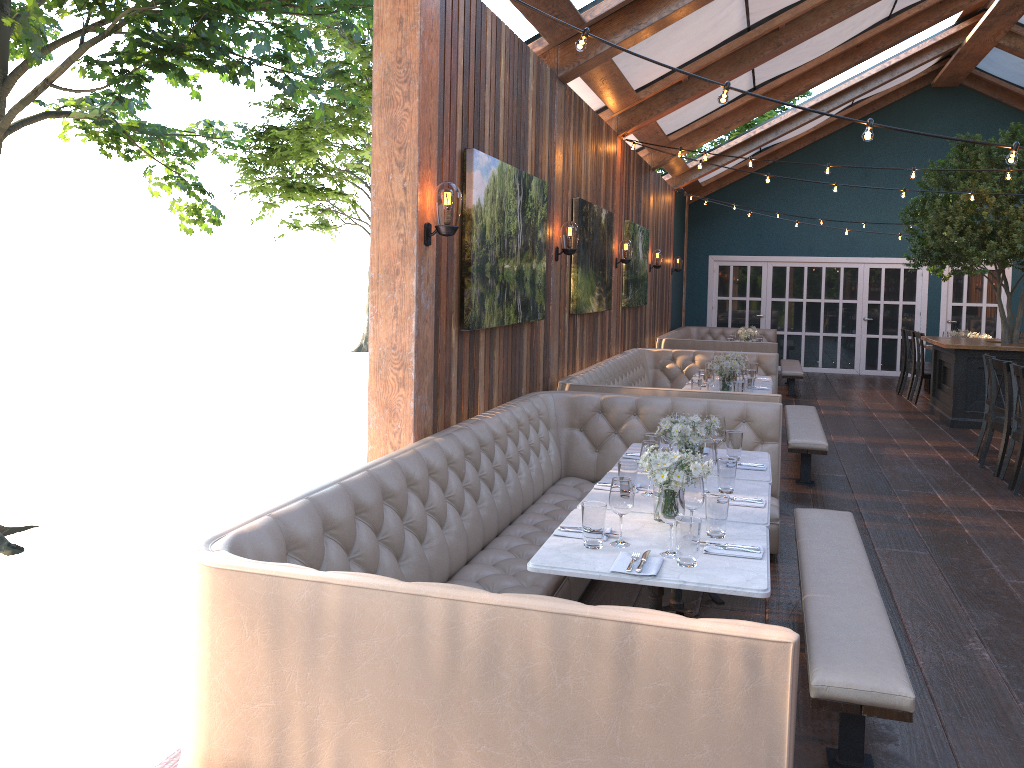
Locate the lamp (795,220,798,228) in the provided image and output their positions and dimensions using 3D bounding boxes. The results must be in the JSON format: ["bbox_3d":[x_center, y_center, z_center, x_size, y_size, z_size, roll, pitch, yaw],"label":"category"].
[{"bbox_3d":[4.469,-2.516,13.900,0.056,0.119,0.059,3,4,20],"label":"lamp"}]

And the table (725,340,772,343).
[{"bbox_3d":[3.988,-0.366,14.984,0.799,0.670,0.802,3,5,16],"label":"table"}]

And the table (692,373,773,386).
[{"bbox_3d":[2.271,0.273,9.175,0.799,0.670,0.802,3,5,15],"label":"table"}]

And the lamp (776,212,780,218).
[{"bbox_3d":[4.508,-2.863,14.985,0.056,0.120,0.056,3,4,31],"label":"lamp"}]

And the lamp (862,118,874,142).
[{"bbox_3d":[1.805,-1.289,4.486,0.056,0.120,0.056,2,4,13],"label":"lamp"}]

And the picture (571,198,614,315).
[{"bbox_3d":[0.775,-1.171,8.308,0.065,0.994,1.657,2,6,16],"label":"picture"}]

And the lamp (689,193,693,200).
[{"bbox_3d":[3.009,-3.146,14.873,0.056,0.120,0.056,0,4,-14],"label":"lamp"}]

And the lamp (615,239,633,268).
[{"bbox_3d":[1.224,-1.419,9.638,0.178,0.319,0.147,2,4,16],"label":"lamp"}]

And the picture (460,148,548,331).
[{"bbox_3d":[-0.009,-0.876,5.632,0.065,0.994,1.657,2,6,16],"label":"picture"}]

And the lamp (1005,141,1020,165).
[{"bbox_3d":[2.557,-1.179,4.525,0.056,0.119,0.056,0,4,-24],"label":"lamp"}]

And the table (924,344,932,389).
[{"bbox_3d":[6.849,-0.137,13.313,0.951,0.726,2.441,3,7,16],"label":"table"}]

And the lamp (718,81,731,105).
[{"bbox_3d":[1.064,-1.464,4.448,0.059,0.119,0.056,-2,5,-42],"label":"lamp"}]

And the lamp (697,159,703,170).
[{"bbox_3d":[2.050,-2.390,9.631,0.065,0.118,0.056,0,4,-25],"label":"lamp"}]

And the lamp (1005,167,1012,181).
[{"bbox_3d":[4.307,-1.823,7.674,0.056,0.121,0.056,-1,4,-33],"label":"lamp"}]

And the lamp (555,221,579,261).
[{"bbox_3d":[0.439,-1.127,6.985,0.178,0.319,0.147,2,4,16],"label":"lamp"}]

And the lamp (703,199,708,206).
[{"bbox_3d":[3.195,-3.004,14.614,0.056,0.113,0.077,-1,4,-28],"label":"lamp"}]

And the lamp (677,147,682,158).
[{"bbox_3d":[1.752,-2.424,9.260,0.056,0.120,0.056,0,4,-18],"label":"lamp"}]

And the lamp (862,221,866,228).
[{"bbox_3d":[6.005,-2.715,15.084,0.056,0.120,0.056,4,5,40],"label":"lamp"}]

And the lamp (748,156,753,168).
[{"bbox_3d":[2.393,-2.227,8.873,0.056,0.121,0.056,4,5,41],"label":"lamp"}]

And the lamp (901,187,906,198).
[{"bbox_3d":[4.313,-2.105,9.750,0.056,0.120,0.056,2,4,4],"label":"lamp"}]

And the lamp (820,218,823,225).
[{"bbox_3d":[5.263,-2.764,15.036,0.056,0.120,0.056,2,4,18],"label":"lamp"}]

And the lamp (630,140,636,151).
[{"bbox_3d":[1.313,-2.587,9.601,0.061,0.118,0.056,-2,5,-38],"label":"lamp"}]

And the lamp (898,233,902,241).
[{"bbox_3d":[5.757,-2.186,13.135,0.060,0.119,0.056,-1,4,-37],"label":"lamp"}]

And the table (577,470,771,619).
[{"bbox_3d":[0.759,0.835,4.063,0.799,0.670,0.802,3,5,17],"label":"table"}]

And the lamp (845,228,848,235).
[{"bbox_3d":[5.107,-2.324,13.489,0.074,0.114,0.056,-1,4,-30],"label":"lamp"}]

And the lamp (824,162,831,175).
[{"bbox_3d":[3.025,-2.063,8.479,0.056,0.120,0.056,3,4,29],"label":"lamp"}]

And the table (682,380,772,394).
[{"bbox_3d":[2.040,0.359,8.393,0.799,0.670,0.802,3,5,17],"label":"table"}]

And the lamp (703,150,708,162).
[{"bbox_3d":[1.995,-2.351,9.114,0.056,0.121,0.056,2,4,19],"label":"lamp"}]

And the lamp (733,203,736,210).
[{"bbox_3d":[3.757,-2.997,14.934,0.056,0.121,0.056,1,4,1],"label":"lamp"}]

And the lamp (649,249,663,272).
[{"bbox_3d":[2.002,-1.709,12.270,0.178,0.319,0.147,2,4,16],"label":"lamp"}]

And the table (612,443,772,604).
[{"bbox_3d":[0.991,0.749,4.844,0.799,0.670,0.802,3,5,15],"label":"table"}]

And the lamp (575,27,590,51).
[{"bbox_3d":[0.347,-1.710,4.388,0.069,0.117,0.056,3,4,23],"label":"lamp"}]

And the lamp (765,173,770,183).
[{"bbox_3d":[2.798,-2.251,9.669,0.062,0.118,0.057,-1,4,-32],"label":"lamp"}]

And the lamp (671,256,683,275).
[{"bbox_3d":[2.780,-1.998,14.904,0.178,0.319,0.147,2,4,16],"label":"lamp"}]

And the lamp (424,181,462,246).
[{"bbox_3d":[-0.335,-0.839,4.366,0.178,0.319,0.147,2,4,16],"label":"lamp"}]

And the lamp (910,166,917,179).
[{"bbox_3d":[3.664,-1.929,8.078,0.056,0.121,0.056,3,4,25],"label":"lamp"}]

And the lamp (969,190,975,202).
[{"bbox_3d":[5.075,-2.072,9.755,0.056,0.121,0.056,1,4,-3],"label":"lamp"}]

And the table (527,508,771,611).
[{"bbox_3d":[0.528,0.921,3.281,0.799,0.670,0.802,3,5,16],"label":"table"}]

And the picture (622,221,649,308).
[{"bbox_3d":[1.546,-1.460,10.938,0.065,0.994,1.657,2,6,16],"label":"picture"}]

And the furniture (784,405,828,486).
[{"bbox_3d":[2.697,0.531,8.205,0.313,0.397,2.339,3,7,16],"label":"furniture"}]

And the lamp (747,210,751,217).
[{"bbox_3d":[3.825,-2.744,14.265,0.059,0.119,0.057,2,4,10],"label":"lamp"}]

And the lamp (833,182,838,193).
[{"bbox_3d":[3.552,-2.161,9.719,0.056,0.120,0.056,0,4,-18],"label":"lamp"}]
